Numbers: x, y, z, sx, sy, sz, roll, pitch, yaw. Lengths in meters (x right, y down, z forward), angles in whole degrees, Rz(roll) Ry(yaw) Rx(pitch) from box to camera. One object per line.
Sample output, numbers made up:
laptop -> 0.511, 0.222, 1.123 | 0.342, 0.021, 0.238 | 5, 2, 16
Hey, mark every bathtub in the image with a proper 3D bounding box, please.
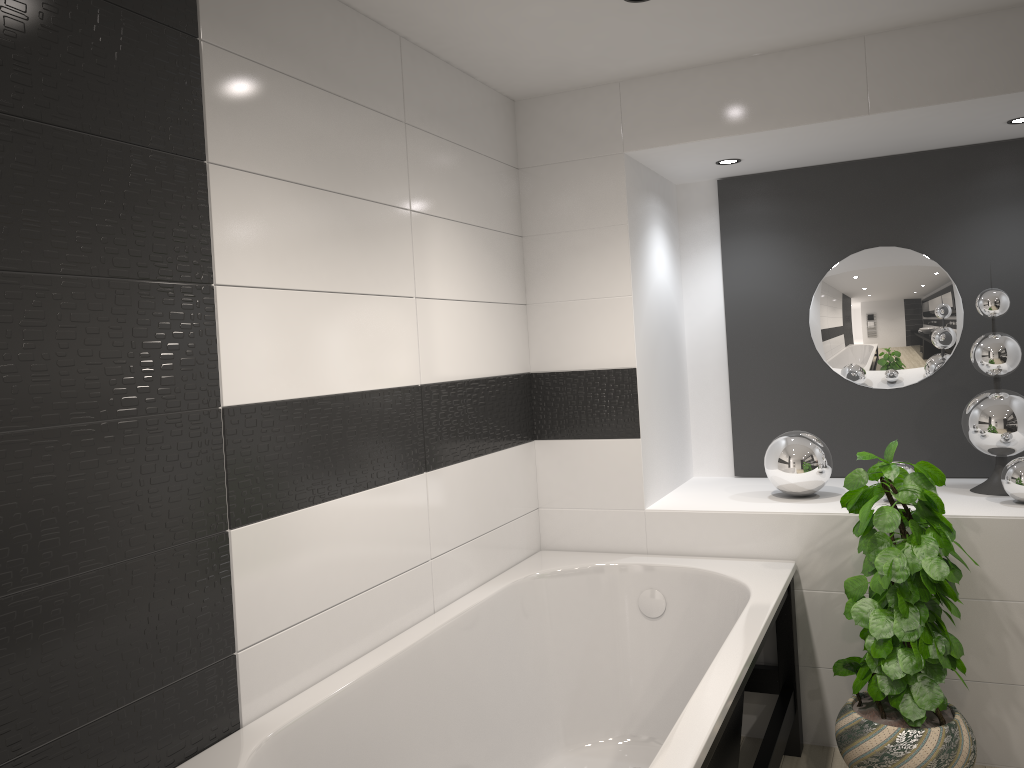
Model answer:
bathtub -> 0.148, 1.060, 2.439 | 1.007, 0.676, 2.182 | -3, 2, 24

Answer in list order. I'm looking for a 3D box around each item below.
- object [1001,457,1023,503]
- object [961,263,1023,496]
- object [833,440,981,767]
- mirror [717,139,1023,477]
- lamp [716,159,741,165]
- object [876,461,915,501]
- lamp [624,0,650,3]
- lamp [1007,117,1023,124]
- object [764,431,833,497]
object -> 1.831, 0.341, 3.150 | 0.163, 0.163, 0.163 | -3, 1, 38
object -> 1.864, -0.037, 3.408 | 0.260, 0.897, 0.261 | -3, 0, 37
object -> 1.252, 0.750, 2.868 | 0.438, 1.131, 0.418 | -4, 0, -25
mirror -> 1.608, -0.286, 3.834 | 1.360, 1.382, 0.078 | -3, 0, 24
lamp -> 0.916, -0.940, 3.753 | 0.105, 0.004, 0.106 | -3, 2, 9
object -> 1.443, 0.364, 3.318 | 0.150, 0.150, 0.150 | -3, 1, 38
lamp -> 0.380, -1.153, 2.629 | 0.106, 0.004, 0.105 | -4, 2, -21
lamp -> 1.906, -0.984, 3.305 | 0.105, 0.004, 0.105 | -4, 2, -9
object -> 1.146, 0.318, 3.551 | 0.260, 0.261, 0.261 | -3, 1, 37
